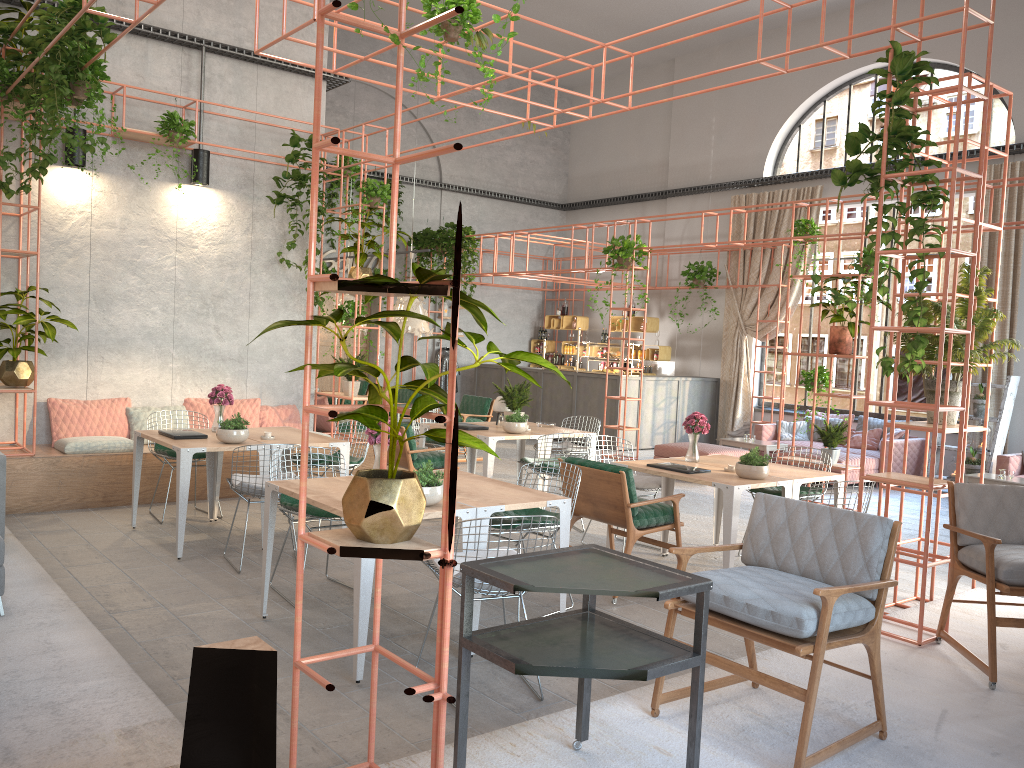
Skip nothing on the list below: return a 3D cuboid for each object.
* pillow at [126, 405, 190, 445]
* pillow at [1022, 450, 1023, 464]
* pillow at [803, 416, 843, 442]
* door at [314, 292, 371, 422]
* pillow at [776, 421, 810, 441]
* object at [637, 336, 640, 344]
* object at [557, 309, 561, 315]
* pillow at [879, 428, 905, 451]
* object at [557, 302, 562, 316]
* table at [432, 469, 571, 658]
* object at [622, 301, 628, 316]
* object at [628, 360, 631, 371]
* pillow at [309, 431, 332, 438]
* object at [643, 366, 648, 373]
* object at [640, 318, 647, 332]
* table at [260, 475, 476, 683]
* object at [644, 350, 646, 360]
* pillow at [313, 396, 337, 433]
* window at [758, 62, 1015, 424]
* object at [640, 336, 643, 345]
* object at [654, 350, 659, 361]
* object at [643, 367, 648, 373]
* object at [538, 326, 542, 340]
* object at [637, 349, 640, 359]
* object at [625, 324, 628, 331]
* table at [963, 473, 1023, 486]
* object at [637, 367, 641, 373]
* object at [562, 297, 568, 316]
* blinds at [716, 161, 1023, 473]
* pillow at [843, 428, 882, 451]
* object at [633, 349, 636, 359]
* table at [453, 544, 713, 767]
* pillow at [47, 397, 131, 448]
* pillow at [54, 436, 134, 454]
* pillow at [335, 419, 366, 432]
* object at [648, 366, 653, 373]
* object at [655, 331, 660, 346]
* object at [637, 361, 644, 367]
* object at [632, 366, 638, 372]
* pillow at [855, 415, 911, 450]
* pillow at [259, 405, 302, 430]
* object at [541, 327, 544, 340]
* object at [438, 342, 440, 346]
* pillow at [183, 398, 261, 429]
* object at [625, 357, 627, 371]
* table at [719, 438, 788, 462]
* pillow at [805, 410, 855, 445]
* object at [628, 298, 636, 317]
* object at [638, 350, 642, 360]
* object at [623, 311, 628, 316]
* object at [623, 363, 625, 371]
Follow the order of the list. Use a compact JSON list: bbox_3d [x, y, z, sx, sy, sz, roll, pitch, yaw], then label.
[{"bbox_3d":[-3.688,0.427,9.287,0.666,0.385,0.289,0,4,-43],"label":"pillow"},{"bbox_3d":[6.496,0.974,10.785,0.500,0.324,0.307,3,3,-3],"label":"pillow"},{"bbox_3d":[4.689,0.696,13.548,0.289,0.385,0.666,1,4,-38],"label":"pillow"},{"bbox_3d":[-3.482,-0.656,17.033,1.360,2.729,0.551,1,4,-38],"label":"door"},{"bbox_3d":[4.305,0.726,13.548,0.500,0.324,0.307,3,3,-3],"label":"pillow"},{"bbox_3d":[2.379,-0.821,16.676,0.083,0.159,0.083,3,3,6],"label":"object"},{"bbox_3d":[0.971,-1.484,18.426,0.088,0.123,0.088,4,3,18],"label":"object"},{"bbox_3d":[5.321,0.798,12.455,0.308,0.349,0.495,3,3,11],"label":"pillow"},{"bbox_3d":[1.015,-1.583,18.658,0.134,0.301,0.134,5,4,40],"label":"object"},{"bbox_3d":[-0.312,1.042,5.494,0.694,0.830,1.214,1,4,-38],"label":"table"},{"bbox_3d":[2.205,-1.449,17.157,0.134,0.301,0.134,5,4,40],"label":"object"},{"bbox_3d":[2.256,-0.387,17.078,0.074,0.287,0.072,2,3,-7],"label":"object"},{"bbox_3d":[-2.389,0.604,9.819,0.637,0.149,0.491,1,4,-37],"label":"pillow"},{"bbox_3d":[2.498,-0.271,16.591,0.073,0.131,0.073,6,4,44],"label":"object"},{"bbox_3d":[2.487,-1.108,16.673,0.137,0.261,0.137,3,3,-2],"label":"object"},{"bbox_3d":[-0.854,1.037,5.059,0.694,0.830,1.205,1,4,-38],"label":"table"},{"bbox_3d":[2.455,-0.543,16.526,0.069,0.191,0.069,2,3,-21],"label":"object"},{"bbox_3d":[-2.489,0.353,11.013,0.839,0.474,0.276,5,4,42],"label":"pillow"},{"bbox_3d":[5.824,-2.229,14.080,0.089,5.538,4.127,1,4,-38],"label":"window"},{"bbox_3d":[2.436,-0.814,16.604,0.083,0.159,0.083,3,3,6],"label":"object"},{"bbox_3d":[2.680,-0.529,16.312,0.131,0.207,0.131,3,3,7],"label":"object"},{"bbox_3d":[2.500,-0.264,16.695,0.115,0.107,0.115,1,3,-32],"label":"object"},{"bbox_3d":[0.597,-1.087,18.901,0.066,0.291,0.066,4,3,21],"label":"object"},{"bbox_3d":[2.416,-0.560,16.819,0.069,0.191,0.069,3,3,1],"label":"object"},{"bbox_3d":[2.199,-1.076,16.934,0.123,0.142,0.141,1,4,-38],"label":"object"},{"bbox_3d":[5.693,1.312,10.149,0.520,0.455,0.916,1,4,-38],"label":"table"},{"bbox_3d":[2.403,-0.265,16.617,0.115,0.107,0.115,4,3,18],"label":"object"},{"bbox_3d":[1.108,-1.612,18.484,0.134,0.386,0.134,3,3,-5],"label":"object"},{"bbox_3d":[5.279,-1.006,13.906,0.414,4.389,4.957,1,4,-37],"label":"blinds"},{"bbox_3d":[5.083,0.786,12.843,0.479,0.317,0.441,5,3,33],"label":"pillow"},{"bbox_3d":[2.297,-0.561,16.725,0.069,0.191,0.069,1,3,-26],"label":"object"},{"bbox_3d":[0.227,1.026,2.987,0.635,0.798,0.602,1,4,-38],"label":"table"},{"bbox_3d":[-4.202,0.373,8.902,0.276,0.474,0.839,5,4,42],"label":"pillow"},{"bbox_3d":[-4.007,0.588,8.535,0.637,0.149,0.491,1,4,-37],"label":"pillow"},{"bbox_3d":[-2.233,0.533,11.369,0.491,0.149,0.637,1,4,-37],"label":"pillow"},{"bbox_3d":[2.607,-0.271,16.685,0.073,0.131,0.073,6,4,44],"label":"object"},{"bbox_3d":[2.699,-0.852,16.473,0.075,0.273,0.075,5,4,40],"label":"object"},{"bbox_3d":[2.420,-0.373,16.702,0.115,0.107,0.115,4,3,18],"label":"object"},{"bbox_3d":[2.322,-0.274,16.719,0.115,0.107,0.115,0,4,-41],"label":"object"},{"bbox_3d":[5.370,0.731,12.913,0.273,0.476,0.836,1,4,-38],"label":"pillow"},{"bbox_3d":[-2.684,0.437,10.084,0.666,0.385,0.289,0,4,-43],"label":"pillow"},{"bbox_3d":[0.657,-1.086,18.950,0.066,0.291,0.066,1,3,-32],"label":"object"},{"bbox_3d":[-1.436,-0.807,17.666,0.093,0.121,0.049,1,4,-36],"label":"object"},{"bbox_3d":[-3.172,0.386,9.665,0.839,0.474,0.276,2,3,-18],"label":"pillow"},{"bbox_3d":[2.194,-0.384,17.025,0.065,0.280,0.065,3,3,5],"label":"object"},{"bbox_3d":[3.502,1.060,12.912,0.520,0.455,0.916,1,4,-38],"label":"table"},{"bbox_3d":[4.817,0.666,13.629,0.276,0.474,0.839,1,4,-38],"label":"pillow"},{"bbox_3d":[2.297,-1.478,16.983,0.134,0.386,0.134,5,4,40],"label":"object"},{"bbox_3d":[2.399,-0.549,16.597,0.069,0.191,0.069,3,3,-3],"label":"object"},{"bbox_3d":[2.161,-1.350,16.925,0.088,0.123,0.088,4,3,18],"label":"object"},{"bbox_3d":[2.128,-0.389,16.964,0.066,0.291,0.066,5,4,36],"label":"object"}]
